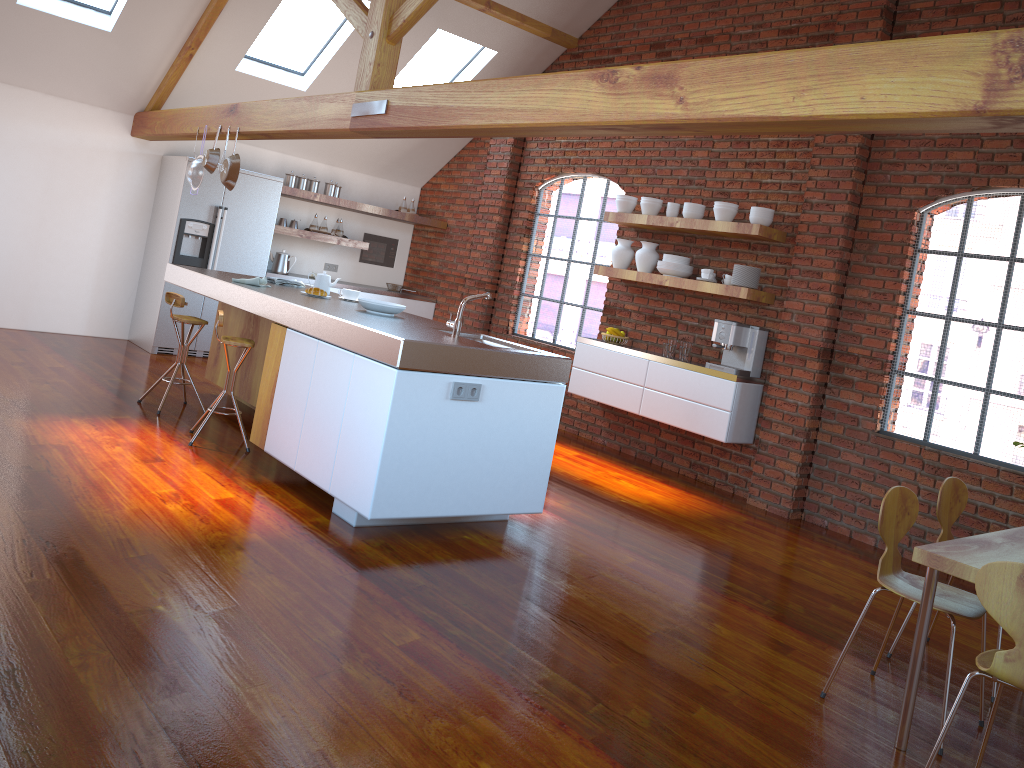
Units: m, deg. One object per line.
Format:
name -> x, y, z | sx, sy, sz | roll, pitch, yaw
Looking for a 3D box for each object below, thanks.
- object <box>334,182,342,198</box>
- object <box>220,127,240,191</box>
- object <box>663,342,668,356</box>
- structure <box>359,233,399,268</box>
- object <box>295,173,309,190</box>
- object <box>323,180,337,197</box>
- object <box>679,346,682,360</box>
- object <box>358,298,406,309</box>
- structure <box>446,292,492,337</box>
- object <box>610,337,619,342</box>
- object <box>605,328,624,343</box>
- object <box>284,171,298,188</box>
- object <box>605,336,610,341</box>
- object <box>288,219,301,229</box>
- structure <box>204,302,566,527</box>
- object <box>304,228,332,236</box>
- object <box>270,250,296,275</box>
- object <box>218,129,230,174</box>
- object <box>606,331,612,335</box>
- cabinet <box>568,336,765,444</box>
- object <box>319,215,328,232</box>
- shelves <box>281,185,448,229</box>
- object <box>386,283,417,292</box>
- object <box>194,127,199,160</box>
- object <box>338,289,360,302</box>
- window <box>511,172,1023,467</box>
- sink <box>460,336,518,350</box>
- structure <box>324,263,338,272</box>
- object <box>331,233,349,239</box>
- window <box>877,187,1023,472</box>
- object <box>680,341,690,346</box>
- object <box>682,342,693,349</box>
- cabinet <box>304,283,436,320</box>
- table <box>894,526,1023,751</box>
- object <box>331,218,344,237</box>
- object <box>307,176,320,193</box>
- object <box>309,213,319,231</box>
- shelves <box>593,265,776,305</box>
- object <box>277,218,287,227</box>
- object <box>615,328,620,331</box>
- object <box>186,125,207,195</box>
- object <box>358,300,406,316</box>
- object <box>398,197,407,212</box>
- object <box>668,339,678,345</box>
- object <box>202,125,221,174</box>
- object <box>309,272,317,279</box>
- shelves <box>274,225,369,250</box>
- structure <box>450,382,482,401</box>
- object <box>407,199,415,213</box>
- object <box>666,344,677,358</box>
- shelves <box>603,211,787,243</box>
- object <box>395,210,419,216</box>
object -> -1.834, -2.009, 9.123 | 0.126, 0.177, 0.130 | 9, 3, -45
object -> -1.950, -1.565, 6.110 | 0.068, 0.444, 0.268 | 11, 1, -35
object -> 1.200, -0.265, 6.829 | 0.078, 0.104, 0.077 | 11, 2, 20
structure -> -1.493, -1.500, 9.901 | 0.452, 0.334, 0.013 | 7, 2, -40
object -> -2.101, -2.020, 8.807 | 0.126, 0.177, 0.130 | 9, 3, -45
object -> -1.844, -1.987, 8.928 | 0.126, 0.177, 0.130 | 9, 3, -45
object -> 1.313, -0.236, 6.756 | 0.077, 0.104, 0.078 | 10, 2, -10
object -> -0.759, -0.448, 5.112 | 0.284, 0.055, 0.281 | 13, 7, 22
structure -> -0.220, -0.363, 4.518 | 0.198, 0.248, 0.100 | 9, 2, -40
object -> 0.847, -0.377, 7.239 | 0.077, 0.065, 0.076 | 10, 4, -7
object -> 0.840, -0.398, 7.202 | 0.176, 0.094, 0.064 | 10, 2, -3
object -> -2.188, -2.024, 8.704 | 0.126, 0.177, 0.130 | 9, 3, -45
object -> 0.787, -0.375, 7.252 | 0.046, 0.046, 0.056 | 10, 4, -7
object -> -2.178, -1.602, 8.783 | 0.106, 0.100, 0.106 | 11, 3, 2
structure -> -1.151, 0.022, 5.312 | 1.013, 0.764, 3.166 | 7, 7, -40
object -> -1.979, -1.555, 8.976 | 0.221, 0.033, 0.198 | 5, 9, -41
object -> -2.294, -1.217, 8.735 | 0.301, 0.238, 0.182 | 10, 2, -9
object -> -2.038, -1.648, 6.243 | 0.046, 0.332, 0.045 | 11, 0, -15
object -> 0.803, -0.421, 7.261 | 0.045, 0.053, 0.051 | 13, 4, 38
cabinet -> 1.142, 0.015, 6.842 | 0.334, 0.474, 1.646 | 9, 6, -40
object -> -1.923, -1.634, 9.013 | 0.094, 0.192, 0.093 | 11, 1, 3
shelves -> -1.667, -1.865, 9.263 | 1.959, 0.076, 0.664 | 5, 9, -40
object -> -1.230, -1.042, 9.624 | 0.352, 0.074, 0.193 | 14, 7, 30
object -> -2.417, -1.823, 6.737 | 0.023, 0.288, 0.059 | 11, 0, -25
object -> -1.059, -0.582, 5.766 | 0.126, 0.069, 0.115 | 14, 6, 34
window -> 4.291, -0.101, 7.086 | 17.663, 9.902, 3.591 | 15, 3, 40
sink -> -0.132, -0.103, 4.611 | 0.405, 0.199, 0.622 | 6, 8, -40
structure -> -1.969, -1.266, 9.549 | 0.158, 0.080, 0.033 | 6, 3, -40
object -> -1.821, -1.547, 9.149 | 0.193, 0.033, 0.227 | 7, 8, -30
window -> 2.916, -0.355, 5.237 | 0.083, 1.670, 1.286 | 11, 2, -40
object -> 1.321, -0.274, 6.756 | 0.077, 0.104, 0.078 | 10, 2, -10
object -> 1.312, -0.258, 6.616 | 0.077, 0.104, 0.079 | 9, 3, -28
cabinet -> -1.879, -0.620, 9.238 | 1.965, 0.817, 0.721 | 6, 5, -40
table -> 2.010, 0.955, 2.982 | 1.456, 0.643, 0.828 | 5, 7, -44
object -> -1.806, -1.628, 9.150 | 0.092, 0.192, 0.205 | 10, 3, -31
object -> -2.011, -2.016, 8.914 | 0.126, 0.177, 0.130 | 9, 3, -45
object -> -2.003, -1.641, 8.941 | 0.092, 0.191, 0.094 | 10, 1, -28
shelves -> 1.291, -0.783, 6.846 | 0.334, 0.076, 1.559 | 5, 9, -40
object -> -2.270, -1.601, 8.707 | 0.106, 0.081, 0.107 | 10, 4, -11
object -> 0.863, -0.432, 7.286 | 0.069, 0.061, 0.069 | 9, 4, -24
object -> -2.357, -1.671, 6.537 | 0.084, 0.529, 0.276 | 11, 1, -40
object -> -0.761, -0.437, 5.111 | 0.284, 0.055, 0.281 | 13, 7, 22
object -> -1.179, -1.952, 9.573 | 0.092, 0.191, 0.094 | 10, 1, -28
object -> 1.215, -0.287, 6.701 | 0.077, 0.104, 0.078 | 10, 2, -10
object -> -2.170, -1.703, 6.372 | 0.084, 0.359, 0.196 | 11, 1, -36
object -> -1.994, -1.111, 9.035 | 0.203, 0.061, 0.198 | 9, 6, -18
shelves -> -2.083, -1.518, 8.972 | 1.056, 0.076, 0.664 | 5, 9, -40
structure -> -0.216, 0.032, 4.034 | 0.158, 0.080, 0.033 | 6, 3, -40
object -> -1.099, -1.944, 9.645 | 0.094, 0.192, 0.093 | 11, 1, 3
object -> 1.208, -0.249, 6.700 | 0.077, 0.104, 0.078 | 10, 2, -10
shelves -> 1.375, -1.229, 6.848 | 0.334, 0.076, 1.559 | 5, 9, -40
object -> -1.155, -1.866, 9.608 | 0.221, 0.033, 0.198 | 5, 9, -41
